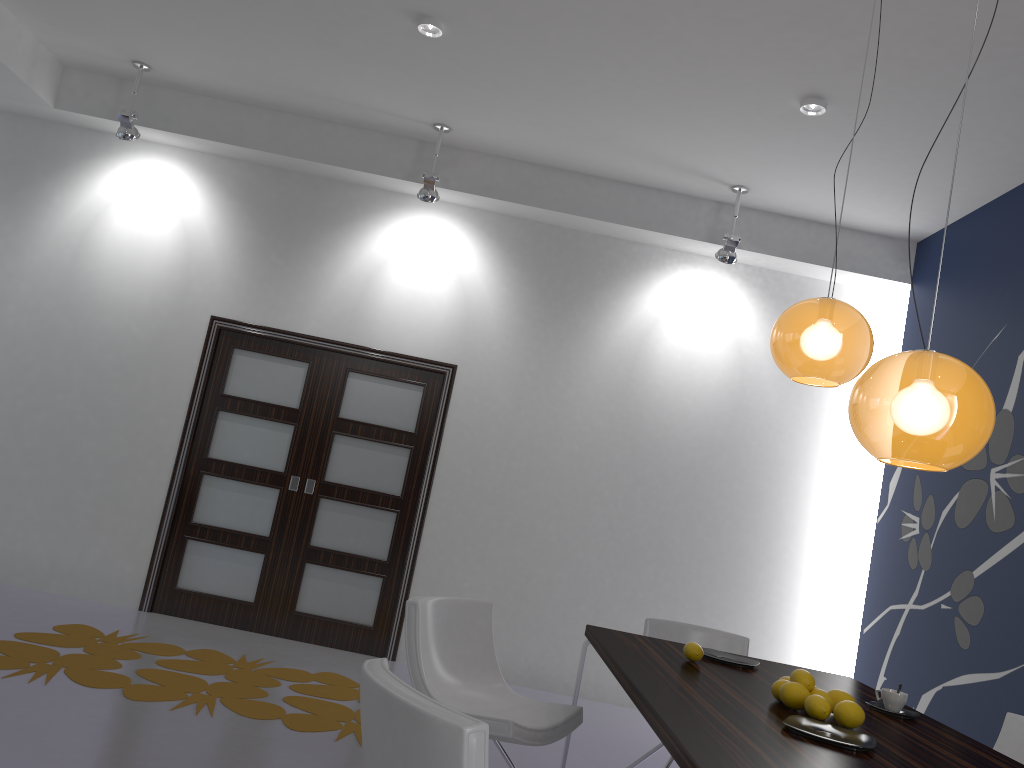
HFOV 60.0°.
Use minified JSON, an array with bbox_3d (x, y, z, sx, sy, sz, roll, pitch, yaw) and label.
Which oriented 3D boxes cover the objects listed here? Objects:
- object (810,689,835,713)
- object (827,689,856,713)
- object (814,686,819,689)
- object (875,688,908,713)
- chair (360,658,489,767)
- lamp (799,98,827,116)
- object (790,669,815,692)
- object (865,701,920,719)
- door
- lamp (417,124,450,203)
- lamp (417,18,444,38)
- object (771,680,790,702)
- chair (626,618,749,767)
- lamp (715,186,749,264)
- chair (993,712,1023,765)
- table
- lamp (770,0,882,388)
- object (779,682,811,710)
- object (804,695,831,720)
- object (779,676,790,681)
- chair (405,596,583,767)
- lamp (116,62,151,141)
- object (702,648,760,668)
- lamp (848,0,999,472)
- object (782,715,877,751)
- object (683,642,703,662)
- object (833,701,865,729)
[{"bbox_3d":[0.929,0.957,2.669,0.069,0.071,0.081,14,-8,-23],"label":"object"},{"bbox_3d":[1.001,0.973,2.704,0.094,0.077,0.079,5,-10,43],"label":"object"},{"bbox_3d":[0.925,0.968,2.750,0.083,0.068,0.070,16,-8,-32],"label":"object"},{"bbox_3d":[1.268,1.060,2.972,0.101,0.064,0.081,8,-8,24],"label":"object"},{"bbox_3d":[-0.095,1.091,1.978,0.620,0.805,0.508,16,-8,-30],"label":"chair"},{"bbox_3d":[1.545,-1.420,4.549,0.132,0.035,0.132,11,-7,-1],"label":"lamp"},{"bbox_3d":[0.890,0.910,2.718,0.070,0.068,0.083,11,-7,3],"label":"object"},{"bbox_3d":[1.271,1.092,2.964,0.154,0.020,0.154,5,-10,44],"label":"object"},{"bbox_3d":[-1.452,0.707,6.203,1.764,2.061,0.220,11,-7,-1],"label":"door"},{"bbox_3d":[-0.509,-1.429,5.809,0.150,0.511,0.185,11,-7,-1],"label":"lamp"},{"bbox_3d":[-0.415,-1.818,4.526,0.132,0.035,0.132,5,-10,42],"label":"lamp"},{"bbox_3d":[0.842,0.952,2.749,0.083,0.068,0.070,16,-8,-32],"label":"object"},{"bbox_3d":[0.822,1.532,4.006,0.508,0.805,0.620,11,-7,-1],"label":"chair"},{"bbox_3d":[1.451,-1.031,5.832,0.150,0.511,0.185,11,-7,-1],"label":"lamp"},{"bbox_3d":[1.695,1.598,3.136,0.620,0.805,0.508,12,-7,-6],"label":"chair"},{"bbox_3d":[0.820,1.369,2.628,1.127,0.783,2.046,11,-7,-1],"label":"table"},{"bbox_3d":[1.257,-0.806,3.312,0.359,1.645,0.358,10,-7,10],"label":"lamp"},{"bbox_3d":[0.849,0.936,2.659,0.094,0.080,0.076,11,-7,1],"label":"object"},{"bbox_3d":[0.886,0.938,2.571,0.070,0.068,0.083,11,-7,3],"label":"object"},{"bbox_3d":[0.881,0.969,2.827,0.070,0.068,0.083,11,-7,3],"label":"object"},{"bbox_3d":[-0.132,1.247,3.269,0.620,0.805,0.508,7,-9,34],"label":"chair"},{"bbox_3d":[-2.469,-1.827,5.786,0.150,0.511,0.185,11,-7,-1],"label":"lamp"},{"bbox_3d":[0.833,1.063,3.432,0.232,0.020,0.232,8,-8,28],"label":"object"},{"bbox_3d":[1.256,-0.743,2.479,0.358,1.974,0.359,11,-7,5],"label":"lamp"},{"bbox_3d":[0.841,0.928,2.350,0.232,0.020,0.232,8,-8,28],"label":"object"},{"bbox_3d":[0.660,0.976,3.229,0.070,0.068,0.083,11,-7,3],"label":"object"},{"bbox_3d":[0.961,0.944,2.531,0.094,0.077,0.079,15,-8,-27],"label":"object"}]
